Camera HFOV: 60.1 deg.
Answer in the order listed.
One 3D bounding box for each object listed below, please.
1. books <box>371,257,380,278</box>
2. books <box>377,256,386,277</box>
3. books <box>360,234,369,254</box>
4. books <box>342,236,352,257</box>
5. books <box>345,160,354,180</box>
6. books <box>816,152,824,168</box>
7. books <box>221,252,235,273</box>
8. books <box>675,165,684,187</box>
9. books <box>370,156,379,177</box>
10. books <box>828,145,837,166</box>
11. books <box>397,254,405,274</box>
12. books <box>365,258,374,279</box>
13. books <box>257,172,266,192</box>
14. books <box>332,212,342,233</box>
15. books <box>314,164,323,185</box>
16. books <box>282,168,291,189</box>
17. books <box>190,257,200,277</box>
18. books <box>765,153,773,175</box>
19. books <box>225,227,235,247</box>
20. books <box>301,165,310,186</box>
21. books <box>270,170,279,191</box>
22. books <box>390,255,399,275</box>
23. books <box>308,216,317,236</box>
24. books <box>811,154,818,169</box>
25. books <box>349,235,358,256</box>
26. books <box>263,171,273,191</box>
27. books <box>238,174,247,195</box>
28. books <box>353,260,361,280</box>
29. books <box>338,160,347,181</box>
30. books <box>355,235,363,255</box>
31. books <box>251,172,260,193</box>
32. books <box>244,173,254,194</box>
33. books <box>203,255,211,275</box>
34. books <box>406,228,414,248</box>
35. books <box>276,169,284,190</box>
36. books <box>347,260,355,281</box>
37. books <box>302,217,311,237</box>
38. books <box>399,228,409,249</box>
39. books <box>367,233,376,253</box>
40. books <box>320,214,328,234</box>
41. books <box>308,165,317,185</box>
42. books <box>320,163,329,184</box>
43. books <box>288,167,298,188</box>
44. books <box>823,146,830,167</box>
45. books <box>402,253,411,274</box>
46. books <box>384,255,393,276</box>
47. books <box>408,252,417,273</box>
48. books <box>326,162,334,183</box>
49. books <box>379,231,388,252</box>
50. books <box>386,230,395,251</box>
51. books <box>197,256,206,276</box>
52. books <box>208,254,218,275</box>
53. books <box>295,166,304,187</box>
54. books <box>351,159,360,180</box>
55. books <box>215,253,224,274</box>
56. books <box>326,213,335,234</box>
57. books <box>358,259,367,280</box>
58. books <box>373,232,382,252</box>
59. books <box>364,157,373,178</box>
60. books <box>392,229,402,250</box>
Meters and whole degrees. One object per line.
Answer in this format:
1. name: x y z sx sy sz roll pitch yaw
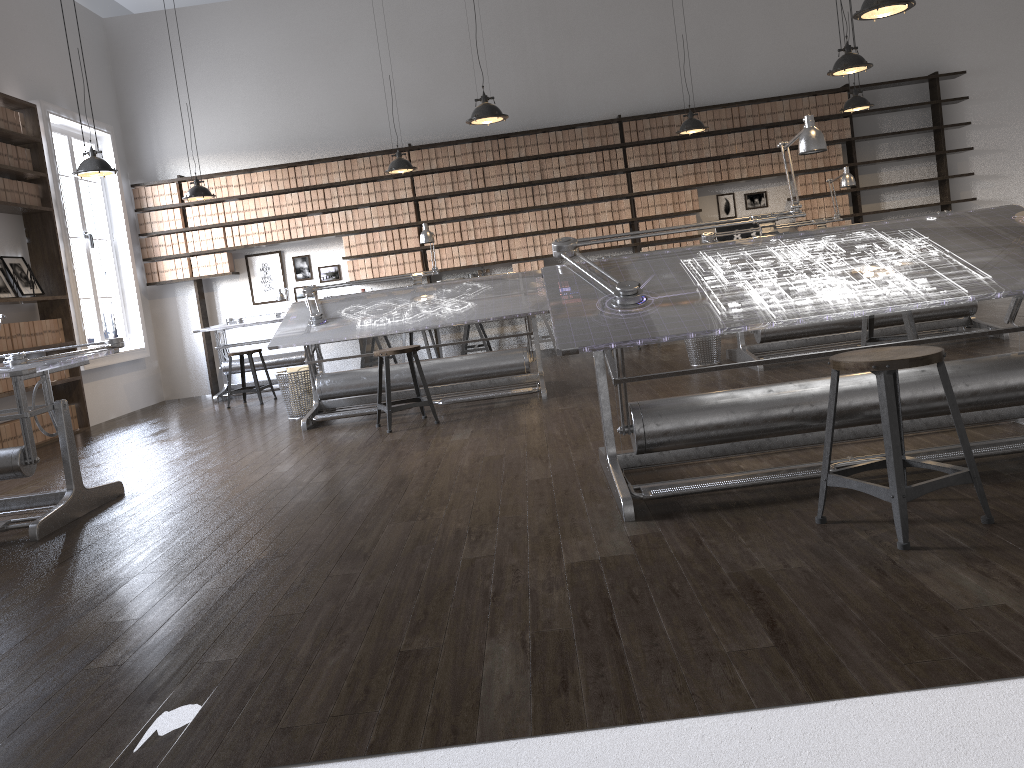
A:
1. books: -1.510 -1.297 9.875 0.066 0.225 0.175 -7 5 2
2. books: -1.440 -1.307 9.875 0.066 0.225 0.175 -7 5 2
3. books: -1.622 -1.553 9.852 0.067 0.225 0.175 -7 5 2
4. books: -1.822 -1.527 9.858 0.067 0.225 0.175 -7 5 2
5. books: -1.788 -2.357 9.802 0.066 0.225 0.175 -7 5 2
6. books: 3.356 -2.479 9.725 0.067 0.225 0.175 -7 5 2
7. books: -3.173 -1.352 9.891 0.066 0.225 0.175 -7 5 2
8. books: 1.838 -2.282 9.761 0.066 0.225 0.175 -7 5 2
9. books: -1.506 -2.393 9.790 0.067 0.225 0.175 -7 5 2
10. books: 3.493 -2.498 9.728 0.066 0.225 0.175 -7 5 2
11. books: -1.228 -1.333 9.863 0.067 0.225 0.175 -7 5 2
12. books: -1.579 -1.288 9.872 0.067 0.225 0.175 -7 5 2
13. books: -2.755 -2.230 9.821 0.066 0.225 0.175 -7 5 2
14. books: -1.933 -1.784 9.841 0.067 0.225 0.175 -7 5 2
15. books: -2.125 -2.313 9.810 0.066 0.225 0.175 -7 5 2
16. books: -2.483 -2.266 9.818 0.066 0.225 0.175 -7 5 2
17. books: -3.511 -1.307 9.895 0.067 0.225 0.175 -7 5 2
18. books: 2.804 -2.407 9.736 0.067 0.225 0.175 -7 5 2
19. books: -3.119 -1.629 9.869 0.066 0.225 0.175 -7 5 2
20. books: -2.265 -2.294 9.809 0.066 0.225 0.175 -7 5 2
21. books: -2.611 -2.249 9.814 0.067 0.225 0.175 -7 5 2
22. books: -1.299 -1.324 9.865 0.066 0.225 0.175 -7 5 2
23. books: -2.200 -1.749 9.851 0.066 0.225 0.175 -7 5 2
24. books: 3.290 -2.471 9.731 0.066 0.225 0.175 -7 5 2
25. books: -1.750 -1.537 9.858 0.066 0.225 0.175 -7 5 2
26. books: -2.683 -2.239 9.816 0.066 0.225 0.175 -7 5 2
27. books: -2.963 -2.203 9.823 0.067 0.225 0.175 -7 5 2
28. books: -1.713 -1.271 9.879 0.066 0.225 0.175 -7 5 2
29. books: -1.858 -2.347 9.800 0.067 0.225 0.175 -7 5 2
30. books: -1.688 -1.545 9.859 0.066 0.225 0.175 -7 5 2
31. books: -2.824 -2.222 9.826 0.066 0.225 0.175 -7 5 2
32. books: -2.893 -2.213 9.826 0.066 0.225 0.175 -7 5 2
33. books: -3.377 -1.325 9.895 0.066 0.225 0.175 -7 5 2
34. books: -1.121 -1.619 9.846 0.066 0.225 0.175 -7 5 2
35. books: -2.548 -2.257 9.817 0.066 0.225 0.175 -7 5 2
36. books: -1.780 -1.261 9.875 0.067 0.225 0.175 -7 5 2
37. books: -2.270 -1.740 9.853 0.066 0.225 0.175 -7 5 2
38. books: -1.196 -1.610 9.850 0.066 0.225 0.175 -7 5 2
39. books: -1.555 -1.563 9.857 0.066 0.225 0.175 -7 5 2
40. books: -2.067 -1.767 9.847 0.066 0.225 0.175 -7 5 2
41. books: -2.195 -2.304 9.812 0.066 0.225 0.175 -7 5 2
42. books: -2.058 -2.321 9.803 0.067 0.225 0.175 -7 5 2
43. books: -2.410 -2.275 9.811 0.067 0.225 0.175 -7 5 2
44. books: 3.423 -2.489 9.729 0.066 0.225 0.175 -7 5 2
45. books: -1.165 -1.342 9.866 0.066 0.225 0.175 -7 5 2
46. books: -1.371 -1.315 9.870 0.066 0.225 0.175 -7 5 2
47. books: -1.100 -1.351 9.867 0.066 0.225 0.175 -7 5 2
48. books: -1.992 -2.330 9.806 0.066 0.225 0.175 -7 5 2
49. books: -1.415 -1.581 9.850 0.066 0.225 0.175 -7 5 2
50. books: -1.344 -1.590 9.853 0.066 0.225 0.175 -7 5 2
51. books: -3.440 -1.317 9.895 0.066 0.225 0.175 -7 5 2
52. books: -3.311 -1.333 9.889 0.067 0.225 0.175 -7 5 2
53. books: -2.336 -2.285 9.815 0.066 0.225 0.175 -7 5 2
54. books: -1.719 -2.366 9.802 0.066 0.225 0.175 -7 5 2
55. books: -3.242 -1.343 9.895 0.066 0.225 0.175 -7 5 2
56. books: -2.004 -1.775 9.844 0.066 0.225 0.175 -7 5 2
57. books: -1.651 -1.278 9.876 0.066 0.225 0.175 -7 5 2
58. books: -1.485 -1.572 9.855 0.066 0.225 0.175 -7 5 2
59. books: -1.578 -2.383 9.792 0.066 0.225 0.175 -7 5 2
60. books: -1.270 -1.599 9.846 0.067 0.225 0.175 -7 5 2
